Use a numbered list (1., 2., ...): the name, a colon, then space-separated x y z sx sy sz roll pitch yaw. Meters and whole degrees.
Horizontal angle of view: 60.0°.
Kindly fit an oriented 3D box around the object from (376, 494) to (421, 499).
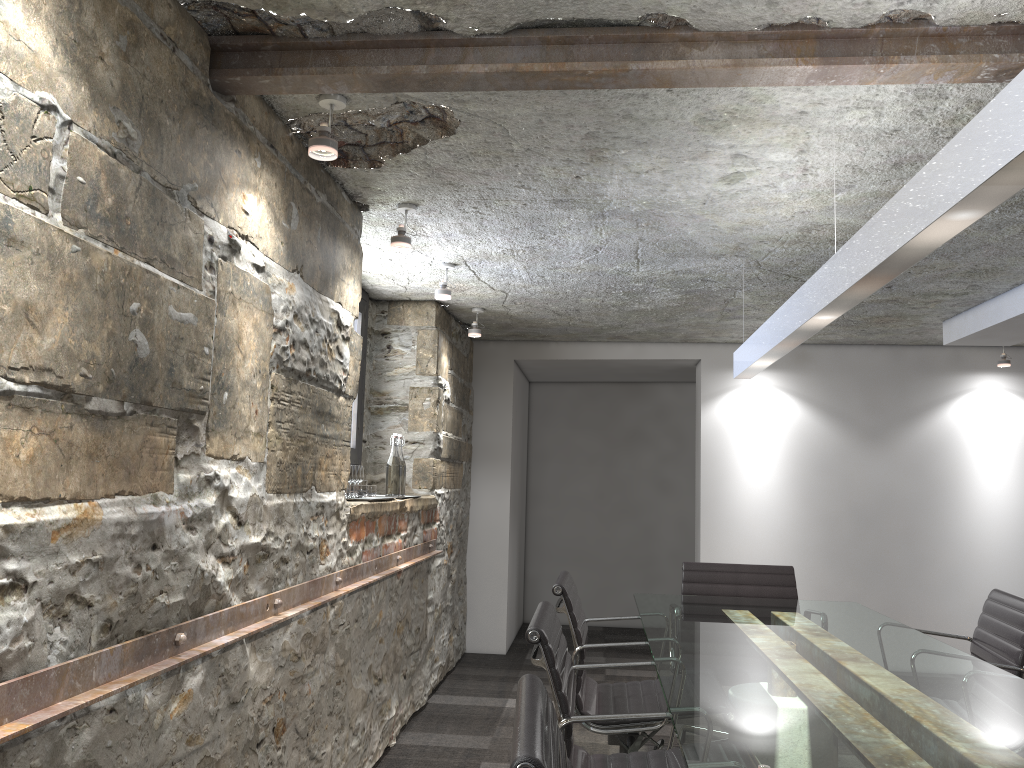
1. object: -0.620 0.534 4.219 0.310 0.007 0.457 1 -6 6

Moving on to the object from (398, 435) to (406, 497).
1. object: -0.547 0.395 4.280 0.073 0.300 0.073 5 -7 -26

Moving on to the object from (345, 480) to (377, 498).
1. object: -0.656 0.445 3.777 0.111 0.072 0.191 0 -6 13

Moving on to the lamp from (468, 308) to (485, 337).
1. lamp: -0.205 -0.353 5.100 0.077 0.165 0.098 -3 -8 38

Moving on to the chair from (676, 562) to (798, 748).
1. chair: 0.934 1.165 3.531 0.693 0.837 0.667 2 -6 -2

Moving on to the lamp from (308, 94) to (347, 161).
1. lamp: -0.479 -0.669 2.309 0.077 0.165 0.098 -3 -8 38

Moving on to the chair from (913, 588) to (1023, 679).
1. chair: 1.386 1.110 2.923 0.667 0.837 0.693 1 -6 4

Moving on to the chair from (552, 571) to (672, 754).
1. chair: 0.435 1.096 3.036 0.667 0.837 0.693 2 -6 -3

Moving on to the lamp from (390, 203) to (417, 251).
1. lamp: -0.391 -0.568 3.207 0.077 0.165 0.098 -3 -8 38

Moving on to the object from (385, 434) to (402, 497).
1. object: -0.556 0.385 4.188 0.073 0.300 0.073 5 -7 -25

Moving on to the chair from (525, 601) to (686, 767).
1. chair: 0.332 0.997 2.168 0.667 0.837 0.693 2 -6 -4

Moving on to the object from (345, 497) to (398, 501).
1. object: -0.675 0.471 3.662 0.310 0.007 0.457 1 -6 6

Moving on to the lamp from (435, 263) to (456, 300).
1. lamp: -0.307 -0.470 4.068 0.077 0.165 0.098 -3 -8 38

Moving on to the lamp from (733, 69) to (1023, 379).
1. lamp: 0.839 -0.459 2.268 0.073 0.524 3.159 1 -6 6

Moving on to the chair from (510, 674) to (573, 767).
1. chair: 0.286 0.893 1.239 0.667 0.837 0.693 2 -6 -7

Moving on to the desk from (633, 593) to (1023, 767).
1. desk: 0.801 1.067 2.101 0.909 0.711 3.154 1 -6 6

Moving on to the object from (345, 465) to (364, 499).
1. object: -0.668 0.392 3.566 0.108 0.131 0.218 1 -6 4
